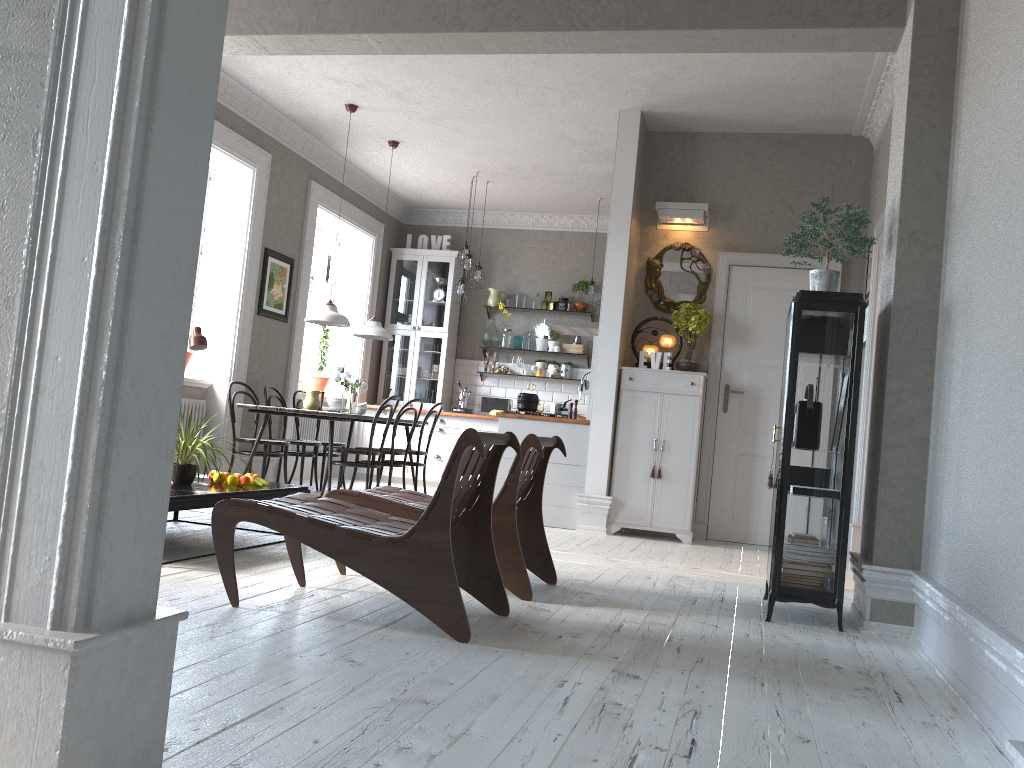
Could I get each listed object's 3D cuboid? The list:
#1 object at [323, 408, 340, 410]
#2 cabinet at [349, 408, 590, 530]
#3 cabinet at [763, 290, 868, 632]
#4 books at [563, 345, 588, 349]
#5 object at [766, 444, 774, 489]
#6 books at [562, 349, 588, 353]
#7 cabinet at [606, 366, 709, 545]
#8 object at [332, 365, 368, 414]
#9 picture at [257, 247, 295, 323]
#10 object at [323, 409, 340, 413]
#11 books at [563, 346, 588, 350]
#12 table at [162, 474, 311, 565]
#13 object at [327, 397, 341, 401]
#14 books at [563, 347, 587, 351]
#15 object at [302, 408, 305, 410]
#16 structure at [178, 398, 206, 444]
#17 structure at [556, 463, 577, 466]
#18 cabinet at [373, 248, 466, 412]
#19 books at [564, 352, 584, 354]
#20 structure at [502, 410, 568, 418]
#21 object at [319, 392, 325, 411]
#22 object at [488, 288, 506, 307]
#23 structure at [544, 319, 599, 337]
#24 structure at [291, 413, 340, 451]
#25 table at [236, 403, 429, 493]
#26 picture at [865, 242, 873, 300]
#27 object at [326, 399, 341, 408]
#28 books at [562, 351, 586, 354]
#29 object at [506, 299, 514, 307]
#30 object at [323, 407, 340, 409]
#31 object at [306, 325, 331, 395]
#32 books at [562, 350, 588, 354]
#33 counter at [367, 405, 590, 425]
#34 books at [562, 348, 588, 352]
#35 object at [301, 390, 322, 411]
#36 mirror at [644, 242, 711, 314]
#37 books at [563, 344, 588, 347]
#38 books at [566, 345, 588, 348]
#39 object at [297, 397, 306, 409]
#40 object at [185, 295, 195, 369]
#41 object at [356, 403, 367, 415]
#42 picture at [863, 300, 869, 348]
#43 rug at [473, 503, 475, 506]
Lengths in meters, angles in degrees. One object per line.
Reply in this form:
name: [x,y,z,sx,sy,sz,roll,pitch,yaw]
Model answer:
object: [-1.603,0.239,8.045,0.240,0.027,0.234,6,-3,-18]
cabinet: [-0.022,0.759,8.884,2.024,0.854,4.117,7,-3,-29]
cabinet: [1.400,0.342,4.149,0.345,1.472,0.624,5,-3,15]
books: [0.736,-0.427,10.315,0.256,0.016,0.160,4,-3,27]
object: [1.299,0.409,4.432,0.041,0.234,0.044,7,-4,-29]
books: [0.732,-0.384,10.313,0.257,0.016,0.160,4,-3,23]
cabinet: [1.132,0.546,6.891,0.660,1.297,0.387,5,-3,14]
object: [-1.379,0.048,7.537,0.309,0.414,0.253,5,-3,13]
picture: [-2.190,-0.910,8.249,0.020,0.620,0.526,5,-3,16]
object: [-1.604,0.248,8.045,0.233,0.027,0.242,4,-4,32]
books: [0.735,-0.417,10.315,0.257,0.011,0.160,4,-3,20]
table: [-1.742,0.652,4.504,0.841,0.303,1.323,5,-3,15]
object: [-1.597,0.175,8.049,0.179,0.094,0.180,5,-3,5]
books: [0.734,-0.406,10.314,0.258,0.011,0.159,5,-3,17]
object: [-1.748,0.138,7.602,0.096,0.172,0.095,6,-3,-4]
structure: [-2.817,0.304,6.991,0.147,0.428,1.233,5,-3,14]
structure: [0.219,0.621,7.334,0.612,0.623,0.628,5,-3,14]
cabinet: [-1.084,-0.623,10.603,0.871,1.921,0.391,5,-3,14]
books: [0.728,-0.351,10.311,0.258,0.011,0.159,5,-3,17]
structure: [0.231,0.257,7.364,0.491,0.031,0.611,5,-3,15]
object: [-1.600,0.147,7.455,0.058,0.167,0.060,4,-4,28]
object: [-0.190,-1.017,10.514,0.187,0.216,0.176,4,-4,28]
structure: [0.810,-1.281,8.438,0.706,1.596,0.719,5,-3,14]
structure: [-2.147,0.497,9.454,0.147,0.428,1.233,5,-3,14]
table: [-1.532,0.624,7.815,0.896,0.735,1.938,5,-3,15]
picture: [2.650,-0.850,6.558,0.012,0.417,0.285,5,-3,16]
object: [-1.599,0.195,8.048,0.179,0.094,0.180,5,-3,5]
books: [0.729,-0.363,10.311,0.257,0.011,0.160,4,-3,20]
object: [-0.027,-0.947,10.530,0.102,0.111,0.104,5,-3,14]
object: [-1.602,0.231,8.046,0.232,0.027,0.242,3,-4,37]
object: [-2.109,-0.284,9.764,0.254,0.813,0.265,3,-4,42]
books: [0.730,-0.374,10.312,0.256,0.016,0.160,4,-3,27]
counter: [-0.455,0.304,8.868,3.130,0.039,3.423,5,-3,15]
books: [0.733,-0.395,10.313,0.257,0.011,0.160,4,-3,20]
object: [-1.675,0.135,7.387,0.152,0.170,0.133,7,-3,-24]
mirror: [1.343,-0.866,7.189,0.527,0.593,0.072,5,-3,13]
books: [0.738,-0.449,10.316,0.257,0.011,0.160,4,-3,20]
books: [0.737,-0.438,10.316,0.257,0.016,0.160,4,-3,23]
object: [-1.829,0.174,7.867,0.140,0.112,0.139,6,-3,-3]
object: [-2.747,-0.559,7.352,0.275,0.991,0.264,8,-4,-36]
object: [-1.380,0.223,8.039,0.122,0.119,0.130,4,-4,30]
picture: [2.610,-0.437,6.537,0.014,0.331,0.494,5,-3,16]
rug: [-0.329,1.104,7.933,0.729,0.014,1.301,5,-3,15]
